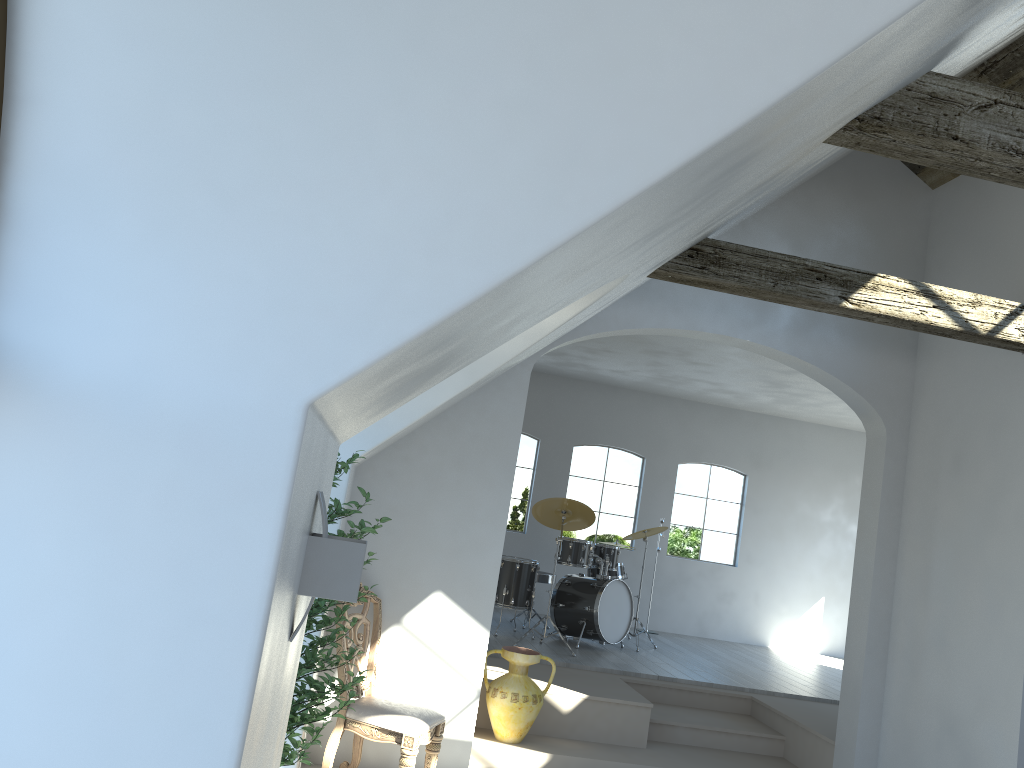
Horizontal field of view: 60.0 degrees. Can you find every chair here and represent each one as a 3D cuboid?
[{"bbox_3d":[-0.731,1.767,5.138,0.655,1.159,0.552,7,-8,17],"label":"chair"}]

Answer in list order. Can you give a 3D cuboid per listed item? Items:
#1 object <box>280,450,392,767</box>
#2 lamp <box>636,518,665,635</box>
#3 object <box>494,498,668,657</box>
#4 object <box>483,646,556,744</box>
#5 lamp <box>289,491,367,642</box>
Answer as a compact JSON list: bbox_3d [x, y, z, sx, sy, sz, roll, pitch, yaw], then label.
[{"bbox_3d":[-0.953,1.136,3.732,0.718,1.920,0.737,8,-8,11],"label":"object"},{"bbox_3d":[1.739,2.329,10.848,0.232,1.383,0.238,10,-8,-8],"label":"lamp"},{"bbox_3d":[0.559,1.896,9.094,1.465,1.383,2.354,3,-10,36],"label":"object"},{"bbox_3d":[0.020,2.142,6.108,0.396,0.605,0.402,3,-10,38],"label":"object"},{"bbox_3d":[-0.400,0.412,1.990,0.127,0.325,0.127,10,-8,-8],"label":"lamp"}]
